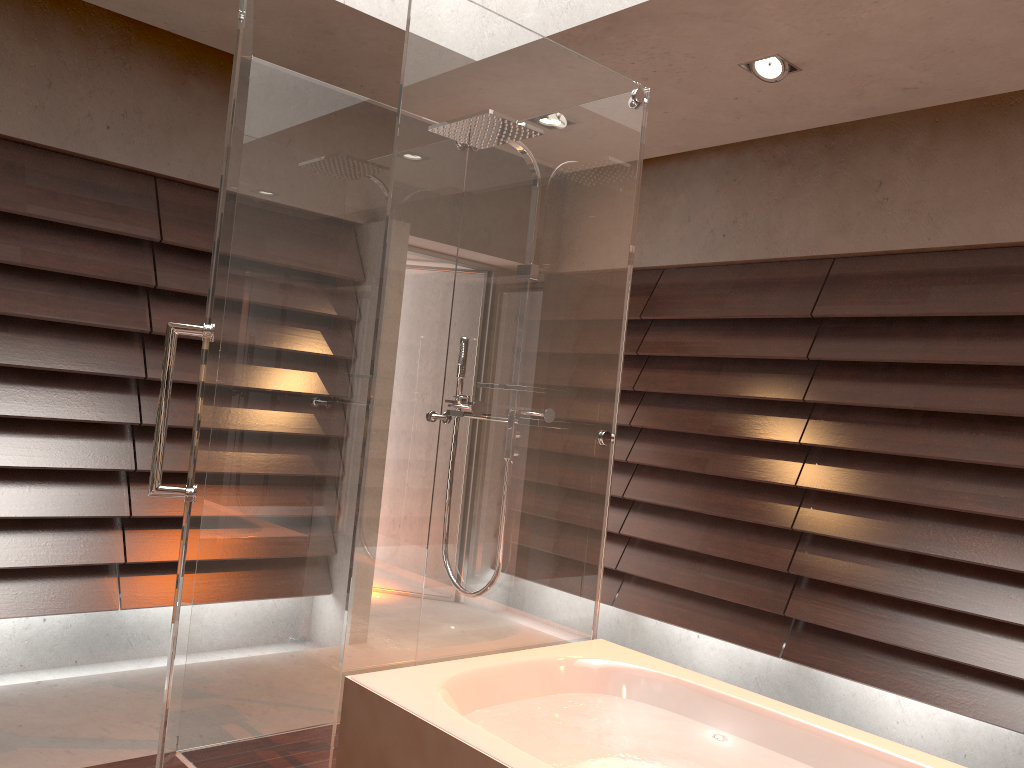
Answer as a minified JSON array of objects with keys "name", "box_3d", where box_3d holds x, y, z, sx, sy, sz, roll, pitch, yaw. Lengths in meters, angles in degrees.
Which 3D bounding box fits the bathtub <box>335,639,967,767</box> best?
[{"name":"bathtub","box_3d":[0.625,0.903,1.681,0.994,0.761,2.000,7,-2,-42]}]

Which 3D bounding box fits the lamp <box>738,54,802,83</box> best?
[{"name":"lamp","box_3d":[0.941,-1.169,3.234,0.170,0.110,0.165,7,-2,-42]}]
